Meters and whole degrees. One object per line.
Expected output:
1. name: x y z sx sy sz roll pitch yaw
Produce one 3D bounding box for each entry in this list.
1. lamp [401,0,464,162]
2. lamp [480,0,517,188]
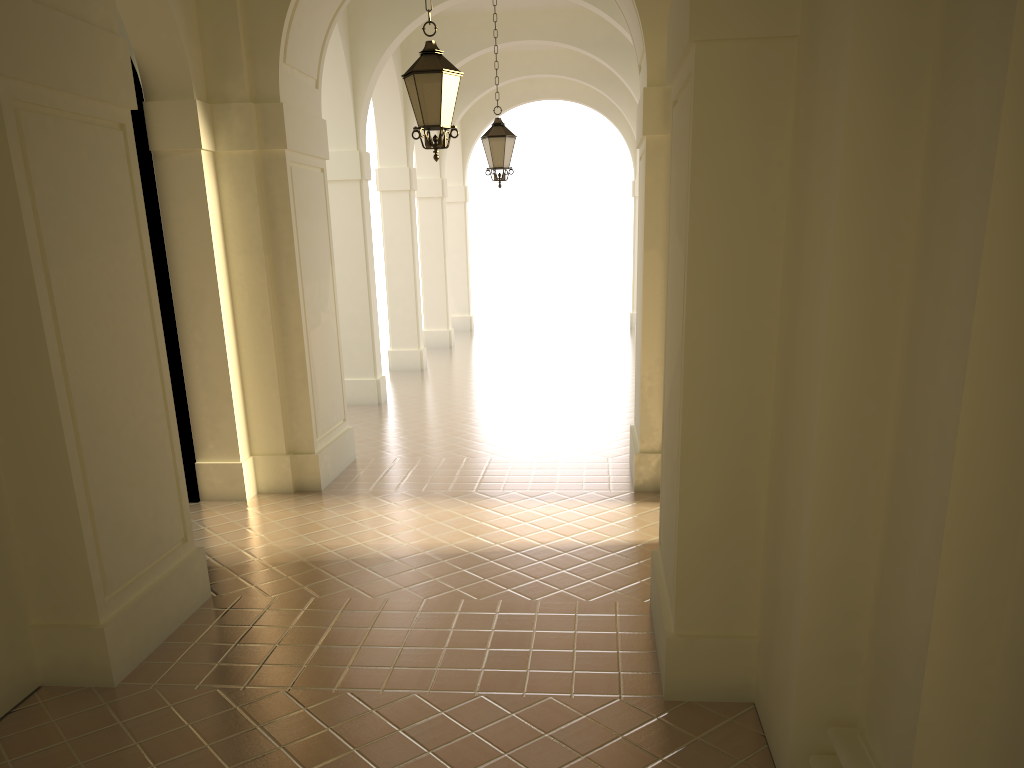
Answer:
1. lamp: -0.669 -3.493 6.750 0.438 3.465 0.491 -9 19 -23
2. lamp: -0.207 -4.332 11.519 0.510 3.465 0.422 0 18 5
